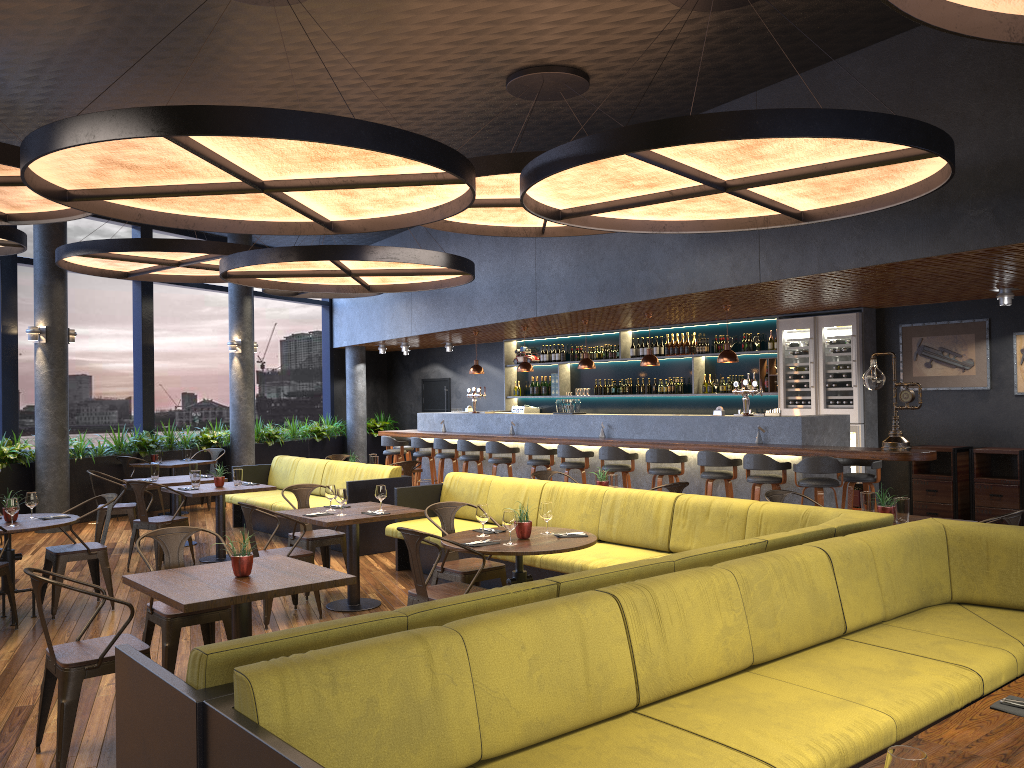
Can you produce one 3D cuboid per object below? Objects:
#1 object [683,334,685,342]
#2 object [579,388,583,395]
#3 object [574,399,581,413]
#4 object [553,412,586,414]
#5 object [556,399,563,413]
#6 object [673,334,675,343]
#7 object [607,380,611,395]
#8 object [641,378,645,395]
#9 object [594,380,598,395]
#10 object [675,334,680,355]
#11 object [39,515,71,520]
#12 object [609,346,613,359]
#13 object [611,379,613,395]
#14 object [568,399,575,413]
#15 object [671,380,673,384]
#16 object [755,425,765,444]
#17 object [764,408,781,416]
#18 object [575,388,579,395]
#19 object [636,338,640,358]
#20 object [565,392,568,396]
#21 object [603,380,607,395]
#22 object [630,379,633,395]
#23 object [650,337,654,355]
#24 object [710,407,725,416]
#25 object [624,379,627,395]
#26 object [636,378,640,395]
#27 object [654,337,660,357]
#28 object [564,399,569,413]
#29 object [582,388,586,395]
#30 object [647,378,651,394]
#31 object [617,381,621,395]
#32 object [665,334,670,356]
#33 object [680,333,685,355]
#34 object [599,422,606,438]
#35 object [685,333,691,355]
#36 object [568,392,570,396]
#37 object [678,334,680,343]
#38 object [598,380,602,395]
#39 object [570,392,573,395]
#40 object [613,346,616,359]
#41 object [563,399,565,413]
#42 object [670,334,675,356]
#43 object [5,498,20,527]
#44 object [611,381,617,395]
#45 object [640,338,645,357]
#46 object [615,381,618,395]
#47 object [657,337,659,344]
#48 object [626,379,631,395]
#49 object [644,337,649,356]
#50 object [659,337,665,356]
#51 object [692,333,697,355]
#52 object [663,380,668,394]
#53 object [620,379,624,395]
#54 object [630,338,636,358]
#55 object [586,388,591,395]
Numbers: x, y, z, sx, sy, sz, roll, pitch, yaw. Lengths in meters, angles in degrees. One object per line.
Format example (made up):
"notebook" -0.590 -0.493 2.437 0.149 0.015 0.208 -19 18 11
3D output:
"object" 2.577 -0.594 13.355 0.084 0.330 0.084 0 -1 -33
"object" 1.166 0.132 14.985 0.084 0.119 0.084 -1 -1 5
"object" 0.917 0.318 12.504 0.105 0.209 0.105 -1 -1 -5
"object" 0.817 0.416 12.569 0.273 0.019 0.437 0 -1 -40
"object" 0.677 0.323 12.617 0.105 0.209 0.105 -1 -1 -5
"object" 2.456 -0.591 13.500 0.084 0.330 0.084 0 -1 -33
"object" 1.584 0.053 14.514 0.063 0.254 0.063 -1 -1 -12
"object" 2.046 0.038 13.854 0.063 0.254 0.063 -1 -1 -3
"object" 1.387 0.058 14.659 0.063 0.254 0.063 -1 -1 22
"object" 2.486 -0.593 13.325 0.084 0.330 0.084 0 -1 -33
"object" -3.664 1.061 7.063 0.255 0.019 0.157 0 -1 -42
"object" 1.601 -0.510 14.348 0.068 0.217 0.068 -1 -1 35
"object" 1.650 0.053 14.574 0.063 0.254 0.063 -1 -1 22
"object" 0.833 0.319 12.424 0.105 0.209 0.105 -1 -1 -5
"object" 2.444 0.044 13.609 0.088 0.224 0.088 -2 -1 45
"object" 2.746 0.560 9.836 0.114 0.203 0.069 -1 -1 -5
"object" 2.916 0.314 9.919 0.177 0.091 0.091 -1 -1 25
"object" 1.111 0.133 15.050 0.084 0.119 0.084 -1 -1 5
"object" 2.004 -0.566 14.057 0.085 0.310 0.086 -1 -1 -25
"object" 0.937 0.168 15.229 0.042 0.059 0.042 -1 -1 12
"object" 1.535 0.056 14.636 0.063 0.254 0.063 -1 -1 7
"object" 1.903 0.044 14.200 0.063 0.254 0.063 -1 -1 22
"object" 2.190 -0.572 13.838 0.085 0.310 0.086 -1 -1 -29
"object" 2.226 0.328 10.774 0.200 0.106 0.766 0 -1 -40
"object" 1.839 0.047 14.286 0.063 0.254 0.063 -1 -1 -7
"object" 1.982 0.040 13.932 0.063 0.254 0.063 -1 -1 22
"object" 2.226 -0.575 13.651 0.085 0.310 0.086 -1 -1 -7
"object" 0.792 0.321 12.556 0.105 0.209 0.105 -1 -1 -5
"object" 1.221 0.130 14.919 0.084 0.119 0.084 -1 -1 5
"object" 2.148 0.037 13.905 0.063 0.254 0.063 -1 -1 22
"object" 1.761 0.064 14.423 0.088 0.224 0.088 -1 -1 25
"object" 2.365 -0.590 13.468 0.084 0.330 0.084 0 -1 -33
"object" 2.548 -0.595 13.244 0.084 0.330 0.084 0 -1 -33
"object" 1.195 0.607 11.677 0.114 0.203 0.069 -1 -1 39
"object" 2.612 -0.597 13.171 0.084 0.330 0.084 0 -1 -33
"object" 0.969 0.167 15.133 0.042 0.059 0.042 -1 -1 12
"object" 2.515 -0.592 13.426 0.084 0.330 0.084 0 -1 -33
"object" 1.452 0.056 14.582 0.063 0.254 0.063 -1 -1 37
"object" 1.013 0.166 15.140 0.042 0.059 0.042 -1 -1 12
"object" 1.677 -0.510 14.403 0.068 0.217 0.068 0 -1 -35
"object" 0.768 0.323 12.677 0.105 0.209 0.105 -1 -1 -5
"object" 2.426 -0.591 13.396 0.084 0.330 0.084 0 -1 -33
"object" -3.752 0.963 6.657 0.097 0.206 0.097 0 -1 -33
"object" 1.656 0.065 14.372 0.088 0.224 0.088 -1 -1 -25
"object" 2.042 -0.569 13.871 0.085 0.310 0.086 -1 -1 -7
"object" 1.680 0.066 14.483 0.088 0.224 0.088 -1 -1 15
"object" 2.255 -0.574 13.769 0.085 0.310 0.086 -1 -1 -13
"object" 1.855 0.044 14.130 0.063 0.254 0.063 -1 -1 2
"object" 2.100 -0.571 13.798 0.085 0.310 0.086 -1 -1 -13
"object" 2.314 -0.576 13.694 0.085 0.310 0.086 -1 -1 1
"object" 2.724 -0.598 13.231 0.084 0.330 0.084 0 -1 -33
"object" 2.356 0.044 13.537 0.088 0.224 0.088 -1 -1 -25
"object" 1.772 0.047 14.240 0.063 0.254 0.063 -1 -1 -22
"object" 1.913 -0.565 14.019 0.085 0.310 0.086 -1 -1 -13
"object" 1.278 0.128 14.852 0.084 0.119 0.084 -1 -1 5
